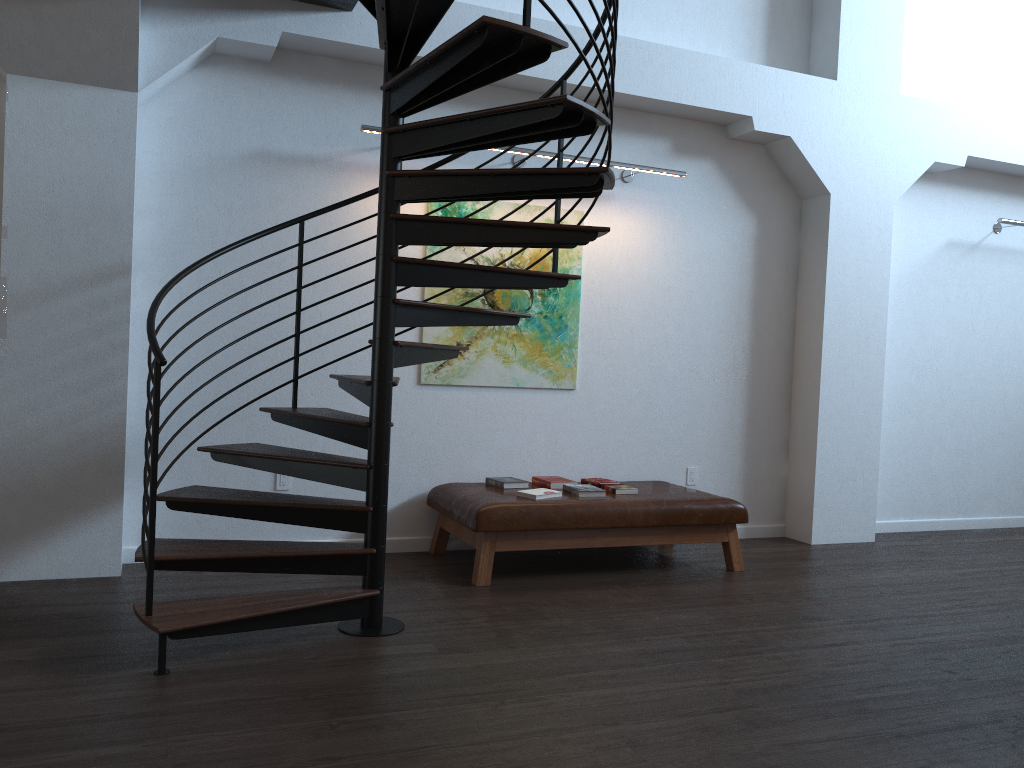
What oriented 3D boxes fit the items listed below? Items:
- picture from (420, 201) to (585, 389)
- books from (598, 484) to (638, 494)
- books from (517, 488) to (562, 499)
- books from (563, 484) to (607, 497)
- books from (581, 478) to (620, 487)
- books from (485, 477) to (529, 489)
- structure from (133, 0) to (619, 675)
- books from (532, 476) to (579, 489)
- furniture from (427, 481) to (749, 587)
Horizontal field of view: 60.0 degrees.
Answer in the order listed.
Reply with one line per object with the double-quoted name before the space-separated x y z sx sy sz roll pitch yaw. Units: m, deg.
"picture" -0.045 -0.581 5.775 1.095 1.200 0.010 2 2 -22
"books" 0.662 0.653 5.524 0.161 0.032 0.224 2 2 -22
"books" 0.162 0.643 5.202 0.223 0.031 0.161 1 2 -45
"books" 0.439 0.645 5.370 0.185 0.040 0.247 2 2 -19
"books" 0.578 0.644 5.795 0.161 0.036 0.224 2 2 -28
"books" -0.029 0.619 5.561 0.183 0.044 0.254 2 2 -28
"structure" -0.537 -1.073 3.965 1.998 4.352 1.998 3 2 28
"books" 0.273 0.628 5.665 0.197 0.043 0.283 2 2 -23
"furniture" 0.459 0.885 5.551 1.819 0.453 0.907 2 2 -22
